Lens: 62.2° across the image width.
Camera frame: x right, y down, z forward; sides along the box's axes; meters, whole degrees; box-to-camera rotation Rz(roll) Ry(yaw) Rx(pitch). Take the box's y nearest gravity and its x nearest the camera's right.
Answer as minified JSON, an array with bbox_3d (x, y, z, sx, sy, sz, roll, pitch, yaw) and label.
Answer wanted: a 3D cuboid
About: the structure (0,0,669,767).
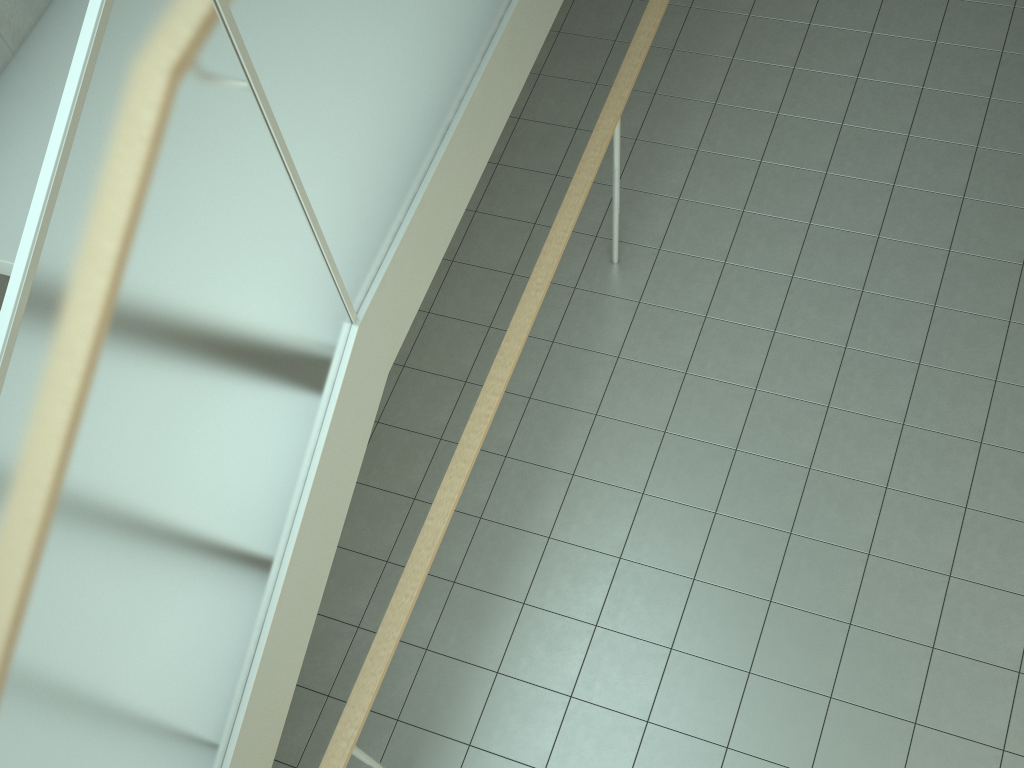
[{"bbox_3d":[-0.688,-1.589,2.483,1.846,4.727,11.610,18,71,16],"label":"structure"}]
